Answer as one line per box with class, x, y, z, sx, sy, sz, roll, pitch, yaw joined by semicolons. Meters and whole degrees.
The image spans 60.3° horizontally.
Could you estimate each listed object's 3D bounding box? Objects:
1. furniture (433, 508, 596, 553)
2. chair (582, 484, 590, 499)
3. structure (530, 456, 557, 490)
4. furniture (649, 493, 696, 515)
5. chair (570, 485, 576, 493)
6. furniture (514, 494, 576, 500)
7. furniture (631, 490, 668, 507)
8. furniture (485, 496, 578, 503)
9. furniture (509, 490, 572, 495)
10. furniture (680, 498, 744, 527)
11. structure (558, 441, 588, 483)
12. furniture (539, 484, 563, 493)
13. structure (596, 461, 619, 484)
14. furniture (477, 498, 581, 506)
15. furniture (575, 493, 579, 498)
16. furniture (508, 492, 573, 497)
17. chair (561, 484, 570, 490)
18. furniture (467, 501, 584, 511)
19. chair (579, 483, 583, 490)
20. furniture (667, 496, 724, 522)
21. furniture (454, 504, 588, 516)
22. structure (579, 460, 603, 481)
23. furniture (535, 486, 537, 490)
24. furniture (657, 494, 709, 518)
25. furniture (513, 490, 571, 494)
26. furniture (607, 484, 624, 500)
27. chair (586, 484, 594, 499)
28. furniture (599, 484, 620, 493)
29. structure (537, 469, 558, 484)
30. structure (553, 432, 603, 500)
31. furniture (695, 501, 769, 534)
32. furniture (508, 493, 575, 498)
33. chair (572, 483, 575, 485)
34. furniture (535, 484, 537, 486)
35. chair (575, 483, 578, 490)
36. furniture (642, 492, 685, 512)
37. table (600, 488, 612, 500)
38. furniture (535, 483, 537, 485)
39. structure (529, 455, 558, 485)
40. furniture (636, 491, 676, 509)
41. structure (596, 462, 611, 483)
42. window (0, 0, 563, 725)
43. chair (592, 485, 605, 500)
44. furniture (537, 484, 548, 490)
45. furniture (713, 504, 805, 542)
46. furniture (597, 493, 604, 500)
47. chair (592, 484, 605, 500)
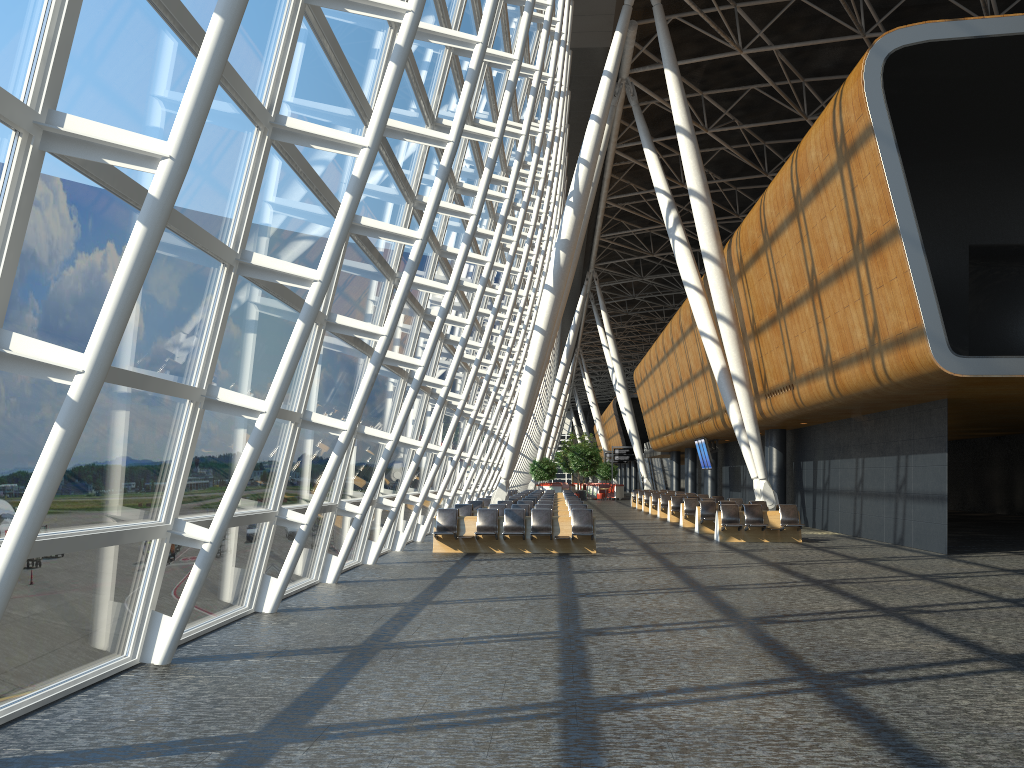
furniture;0.059;2.961;17.850;3.250;0.868;1.667;0;-5;3
chair;5.305;7.487;61.454;0.661;1.009;0.623;-1;-2;38
structure;2.020;6.070;56.355;1.734;2.776;1.782;1;-2;-40
furniture;6.551;4.855;35.776;1.896;0.868;1.667;0;-5;3
chair;3.735;7.085;57.642;0.661;1.009;0.624;-1;-2;28
furniture;0.821;4.541;32.830;3.250;0.868;1.667;0;-5;3
furniture;7.008;5.803;44.765;1.896;0.868;1.667;0;-5;3
furniture;0.668;4.225;29.834;3.250;0.868;1.667;0;-5;3
furniture;1.278;5.490;41.819;3.250;0.868;1.667;0;-5;3
furniture;6.094;3.907;26.788;1.896;0.868;1.667;0;-5;3
structure;5.563;7.211;75.508;3.094;4.529;5.759;-1;-4;25
furniture;2.616;7.113;57.910;0.889;1.006;2.837;1;-5;-29
structure;7.261;7.232;67.360;1.734;2.776;1.782;1;-2;-40
furniture;0.516;3.909;26.838;3.250;0.868;1.667;0;-5;3
furniture;4.090;7.224;56.353;0.443;0.459;0.443;3;-4;-44
furniture;1.125;5.174;38.822;3.250;0.868;1.667;0;-5;3
chair;3.447;7.227;58.987;0.623;1.009;0.662;-1;-2;28
furniture;0.364;3.593;23.842;3.250;0.868;1.667;0;-5;3
chair;5.685;8.277;68.939;0.661;1.009;0.623;-1;-2;38
furniture;6.246;4.223;29.784;1.896;0.868;1.667;0;-5;3
furniture;0.211;3.277;20.846;3.250;0.868;1.667;0;-5;3
structure;6.258;7.262;70.949;2.279;3.473;2.223;0;-2;15
furniture;3.277;9.637;81.137;3.250;0.868;1.667;0;-5;3
furniture;6.398;4.539;32.780;1.896;0.868;1.667;0;-5;3
furniture;1.430;5.806;44.815;3.250;0.868;1.667;0;-5;3
furniture;6.935;7.164;58.376;0.888;1.005;2.840;-1;-5;15
chair;5.526;7.365;60.294;0.623;1.009;0.662;-1;-2;38
furniture;6.570;7.473;61.312;0.889;1.006;2.837;1;-5;-29
structure;2.385;6.786;63.489;1.784;2.849;1.834;1;-2;-39
structure;4.319;5.532;59.590;3.092;4.527;5.823;0;-4;-5
furniture;5.941;3.591;23.792;1.896;0.868;1.667;0;-5;3
furniture;0.973;4.858;35.826;3.250;0.868;1.667;0;-5;3
chair;5.073;9.071;76.469;0.661;1.009;0.624;0;-2;-12
furniture;3.429;9.953;84.133;3.250;0.868;1.667;0;-5;3
chair;5.579;8.688;72.838;0.661;1.009;0.624;0;-2;-12
furniture;6.703;5.171;38.773;1.896;0.868;1.667;0;-5;3
table;6.273;7.313;58.563;0.799;0.749;0.801;-1;-3;19
furniture;3.582;10.269;87.129;3.250;0.868;1.667;0;-5;3
structure;2.078;6.281;59.259;1.919;2.966;1.868;1;-2;-23
furniture;6.855;5.487;41.769;1.896;0.868;1.667;0;-5;3
structure;8.112;8.219;77.735;1.885;2.993;1.938;1;-2;-39
window;2.657;3.390;84.522;3.720;14.000;166.915;0;-6;3
chair;5.713;7.128;58.043;0.661;1.009;0.623;2;-2;-42
furniture;2.251;7.422;60.846;0.888;1.005;2.840;-1;-5;15
furniture;5.789;3.275;20.796;1.896;0.868;1.667;0;-5;3
furniture;5.684;7.262;56.706;0.443;0.459;0.444;-1;-3;15
chair;5.821;7.245;59.151;0.623;1.009;0.661;1;-2;-42
